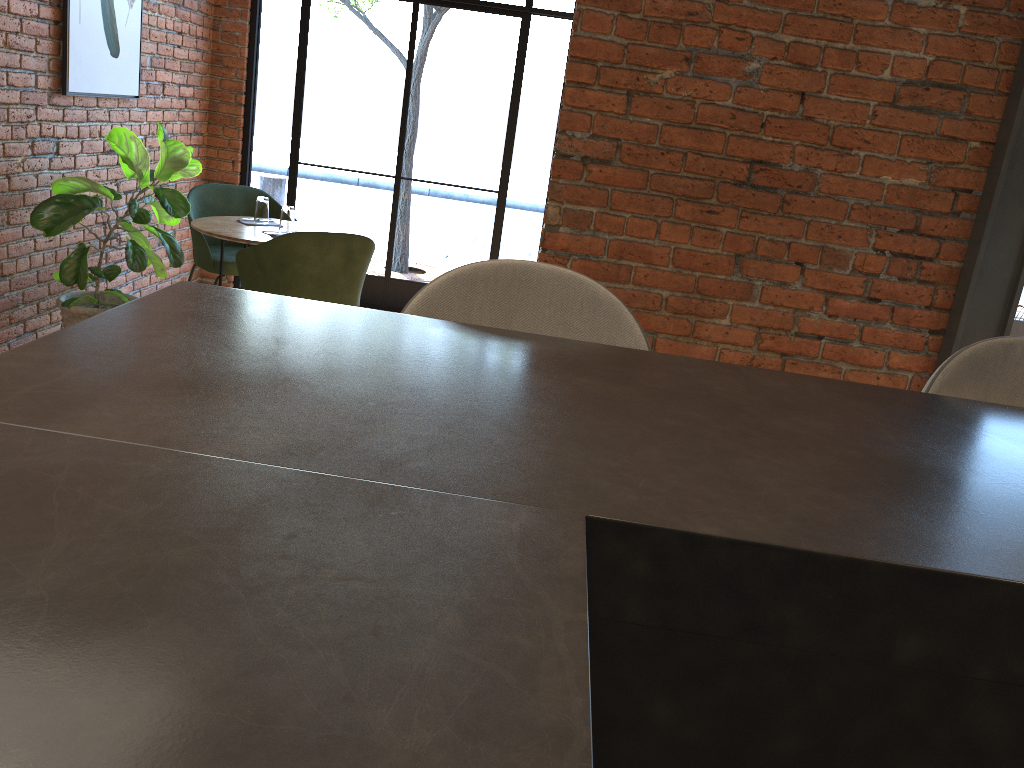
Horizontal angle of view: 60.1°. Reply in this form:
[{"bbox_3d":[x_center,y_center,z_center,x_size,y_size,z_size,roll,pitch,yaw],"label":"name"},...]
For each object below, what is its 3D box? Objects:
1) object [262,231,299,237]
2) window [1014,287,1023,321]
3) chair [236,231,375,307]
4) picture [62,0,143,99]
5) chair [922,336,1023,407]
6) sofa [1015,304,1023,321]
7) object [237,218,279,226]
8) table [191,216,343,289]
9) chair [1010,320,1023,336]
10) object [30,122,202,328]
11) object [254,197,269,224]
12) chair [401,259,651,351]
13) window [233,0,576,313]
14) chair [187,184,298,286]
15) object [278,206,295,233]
[{"bbox_3d":[-1.168,-0.775,4.548,0.243,0.019,0.159,-6,22,-39],"label":"object"},{"bbox_3d":[5.481,-2.639,5.230,8.721,5.536,0.129,9,14,2],"label":"window"},{"bbox_3d":[-1.008,-0.377,4.301,0.639,0.809,0.521,-2,18,-33],"label":"chair"},{"bbox_3d":[-1.996,-1.973,4.360,0.023,1.082,0.734,9,15,1],"label":"picture"},{"bbox_3d":[0.667,0.593,1.183,0.418,1.229,0.513,8,15,-1],"label":"chair"},{"bbox_3d":[2.932,-0.054,5.241,0.470,0.724,1.105,9,16,1],"label":"sofa"},{"bbox_3d":[-1.359,-0.881,4.807,0.243,0.019,0.159,-6,22,-39],"label":"object"},{"bbox_3d":[-1.307,-0.486,4.744,0.806,0.679,0.818,4,16,-14],"label":"table"},{"bbox_3d":[2.166,0.214,3.739,0.418,0.877,0.514,8,15,-2],"label":"chair"},{"bbox_3d":[-1.861,-0.639,4.115,0.715,1.182,0.640,-3,19,-37],"label":"object"},{"bbox_3d":[-1.345,-0.935,4.765,0.080,0.136,0.081,14,16,22],"label":"object"},{"bbox_3d":[-0.057,0.478,1.219,0.418,1.229,0.513,8,15,1],"label":"chair"},{"bbox_3d":[-0.712,-1.799,5.886,2.136,2.669,0.098,9,14,2],"label":"window"},{"bbox_3d":[-1.570,-0.706,5.115,0.639,0.809,0.520,-4,19,-38],"label":"chair"},{"bbox_3d":[-1.157,-0.846,4.562,0.080,0.136,0.081,14,16,22],"label":"object"}]
